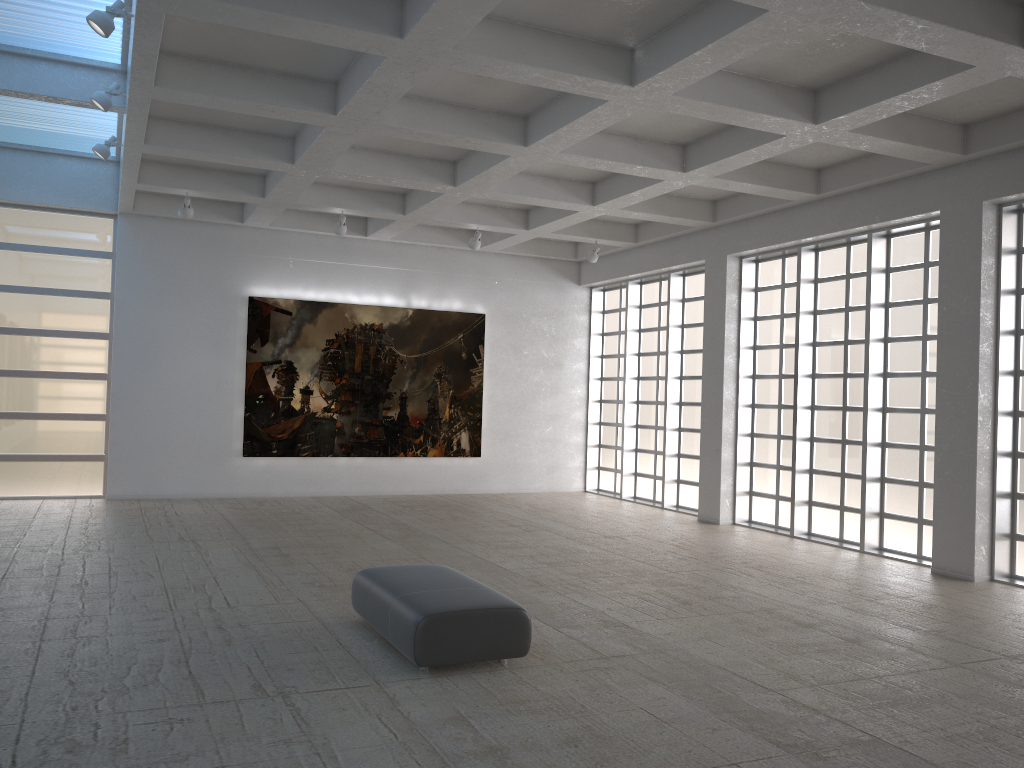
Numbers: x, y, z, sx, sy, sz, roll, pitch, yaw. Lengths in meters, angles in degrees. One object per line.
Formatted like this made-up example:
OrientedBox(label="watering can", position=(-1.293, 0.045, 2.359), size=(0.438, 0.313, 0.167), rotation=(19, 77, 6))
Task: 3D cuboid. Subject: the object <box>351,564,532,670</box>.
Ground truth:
OrientedBox(label="object", position=(-1.085, 3.163, 12.347), size=(1.616, 0.828, 3.044), rotation=(2, -1, -25))
